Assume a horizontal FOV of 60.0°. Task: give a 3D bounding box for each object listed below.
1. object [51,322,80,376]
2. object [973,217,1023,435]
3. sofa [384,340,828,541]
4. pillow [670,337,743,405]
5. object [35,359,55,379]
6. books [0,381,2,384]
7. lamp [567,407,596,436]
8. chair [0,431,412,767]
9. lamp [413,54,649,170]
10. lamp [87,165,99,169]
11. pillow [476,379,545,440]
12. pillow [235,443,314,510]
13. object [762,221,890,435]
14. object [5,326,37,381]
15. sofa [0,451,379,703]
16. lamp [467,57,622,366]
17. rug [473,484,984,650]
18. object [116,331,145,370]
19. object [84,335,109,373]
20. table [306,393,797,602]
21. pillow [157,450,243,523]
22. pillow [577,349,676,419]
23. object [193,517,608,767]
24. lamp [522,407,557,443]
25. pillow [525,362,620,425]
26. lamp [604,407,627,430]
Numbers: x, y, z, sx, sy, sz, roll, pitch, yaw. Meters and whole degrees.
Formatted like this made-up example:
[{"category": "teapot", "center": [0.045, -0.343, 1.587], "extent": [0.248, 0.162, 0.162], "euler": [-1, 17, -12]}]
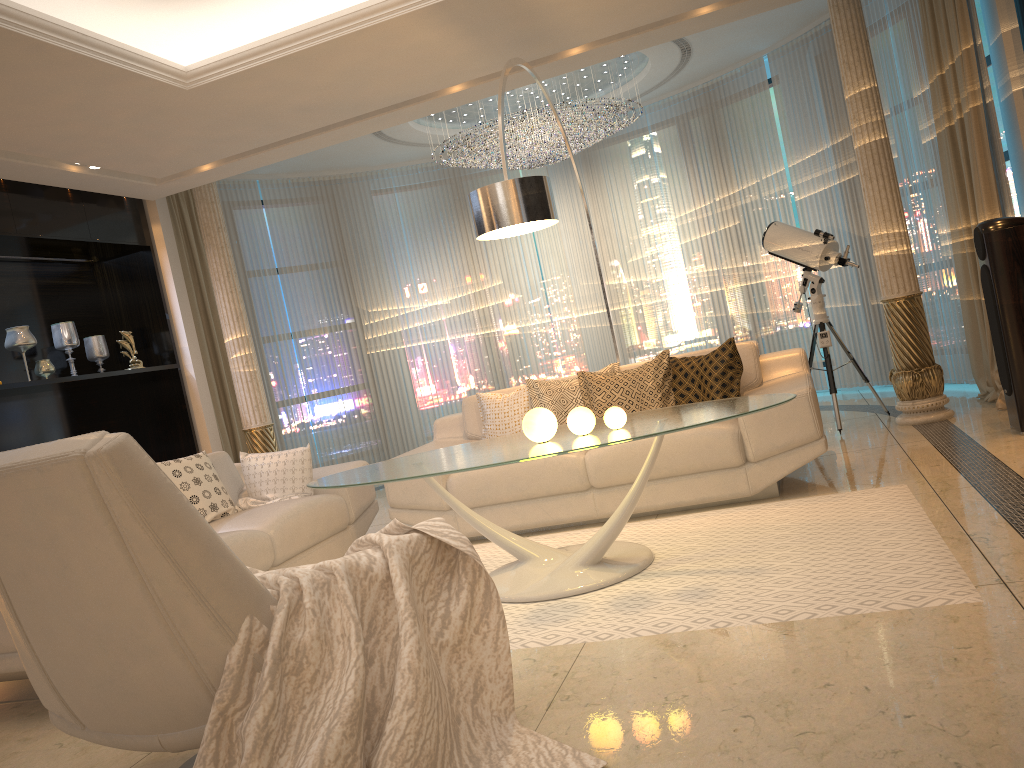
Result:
[{"category": "object", "center": [-3.122, -0.217, 6.255], "extent": [0.156, 0.426, 0.156], "euler": [-11, 2, 23]}, {"category": "object", "center": [2.753, -0.338, 4.600], "extent": [0.468, 1.127, 0.285], "euler": [-11, 2, 18]}, {"category": "sofa", "center": [0.529, 0.309, 5.036], "extent": [2.328, 0.754, 1.145], "euler": [-11, 2, 18]}, {"category": "pillow", "center": [1.028, -0.004, 4.837], "extent": [0.301, 0.436, 0.575], "euler": [-14, 3, -41]}, {"category": "object", "center": [-3.096, -0.082, 5.883], "extent": [0.119, 0.154, 0.119], "euler": [-11, 2, 28]}, {"category": "books", "center": [-3.246, -0.051, 5.262], "extent": [0.260, 0.197, 0.296], "euler": [-11, 2, 20]}, {"category": "lamp", "center": [0.278, 0.149, 3.566], "extent": [0.115, 0.115, 0.115], "euler": [-10, 3, 43]}, {"category": "chair", "center": [-0.803, 0.573, 2.325], "extent": [1.027, 0.991, 0.983], "euler": [-11, 2, 17]}, {"category": "lamp", "center": [0.197, -2.206, 7.593], "extent": [2.109, 0.685, 2.109], "euler": [-13, 2, -27]}, {"category": "lamp", "center": [-2.648, -1.428, 5.617], "extent": [0.107, 0.127, 0.107], "euler": [-12, 2, -1]}, {"category": "pillow", "center": [0.005, 0.204, 5.245], "extent": [0.463, 0.380, 0.222], "euler": [-11, 2, 22]}, {"category": "pillow", "center": [-1.363, 0.515, 4.994], "extent": [0.521, 0.325, 0.281], "euler": [-11, 2, 27]}, {"category": "object", "center": [2.064, -0.418, 5.937], "extent": [0.616, 1.471, 0.570], "euler": [-11, 2, 24]}, {"category": "object", "center": [-3.169, -0.178, 5.758], "extent": [0.181, 0.381, 0.181], "euler": [-12, 2, 12]}, {"category": "sofa", "center": [-1.678, 0.801, 4.399], "extent": [1.145, 0.754, 2.328], "euler": [-11, 2, 18]}, {"category": "lamp", "center": [0.315, -0.544, 4.896], "extent": [0.393, 2.519, 2.009], "euler": [-11, 2, 18]}, {"category": "rug", "center": [0.232, 0.802, 3.731], "extent": [2.900, 0.020, 1.661], "euler": [-11, 2, 18]}, {"category": "object", "center": [-2.787, -0.242, 6.466], "extent": [0.116, 0.293, 0.182], "euler": [-11, 2, 15]}, {"category": "object", "center": [-3.029, -0.190, 6.501], "extent": [0.147, 0.317, 0.147], "euler": [-11, 2, 20]}, {"category": "table", "center": [0.151, 0.517, 3.737], "extent": [2.140, 0.565, 0.999], "euler": [-11, 2, 17]}, {"category": "pillow", "center": [-1.692, 0.564, 4.795], "extent": [0.255, 0.399, 0.526], "euler": [-11, 2, 18]}, {"category": "pillow", "center": [0.660, 0.068, 4.983], "extent": [0.575, 0.436, 0.301], "euler": [-11, 2, 24]}, {"category": "object", "center": [-0.554, 0.723, 2.320], "extent": [0.972, 0.580, 1.347], "euler": [-13, 3, -35]}, {"category": "lamp", "center": [0.114, 0.167, 3.618], "extent": [0.143, 0.143, 0.143], "euler": [-12, 2, 2]}, {"category": "pillow", "center": [0.385, 0.126, 5.151], "extent": [0.587, 0.429, 0.288], "euler": [-12, 2, -7]}, {"category": "lamp", "center": [0.410, 0.135, 3.524], "extent": [0.090, 0.091, 0.090], "euler": [-13, 2, -22]}]
